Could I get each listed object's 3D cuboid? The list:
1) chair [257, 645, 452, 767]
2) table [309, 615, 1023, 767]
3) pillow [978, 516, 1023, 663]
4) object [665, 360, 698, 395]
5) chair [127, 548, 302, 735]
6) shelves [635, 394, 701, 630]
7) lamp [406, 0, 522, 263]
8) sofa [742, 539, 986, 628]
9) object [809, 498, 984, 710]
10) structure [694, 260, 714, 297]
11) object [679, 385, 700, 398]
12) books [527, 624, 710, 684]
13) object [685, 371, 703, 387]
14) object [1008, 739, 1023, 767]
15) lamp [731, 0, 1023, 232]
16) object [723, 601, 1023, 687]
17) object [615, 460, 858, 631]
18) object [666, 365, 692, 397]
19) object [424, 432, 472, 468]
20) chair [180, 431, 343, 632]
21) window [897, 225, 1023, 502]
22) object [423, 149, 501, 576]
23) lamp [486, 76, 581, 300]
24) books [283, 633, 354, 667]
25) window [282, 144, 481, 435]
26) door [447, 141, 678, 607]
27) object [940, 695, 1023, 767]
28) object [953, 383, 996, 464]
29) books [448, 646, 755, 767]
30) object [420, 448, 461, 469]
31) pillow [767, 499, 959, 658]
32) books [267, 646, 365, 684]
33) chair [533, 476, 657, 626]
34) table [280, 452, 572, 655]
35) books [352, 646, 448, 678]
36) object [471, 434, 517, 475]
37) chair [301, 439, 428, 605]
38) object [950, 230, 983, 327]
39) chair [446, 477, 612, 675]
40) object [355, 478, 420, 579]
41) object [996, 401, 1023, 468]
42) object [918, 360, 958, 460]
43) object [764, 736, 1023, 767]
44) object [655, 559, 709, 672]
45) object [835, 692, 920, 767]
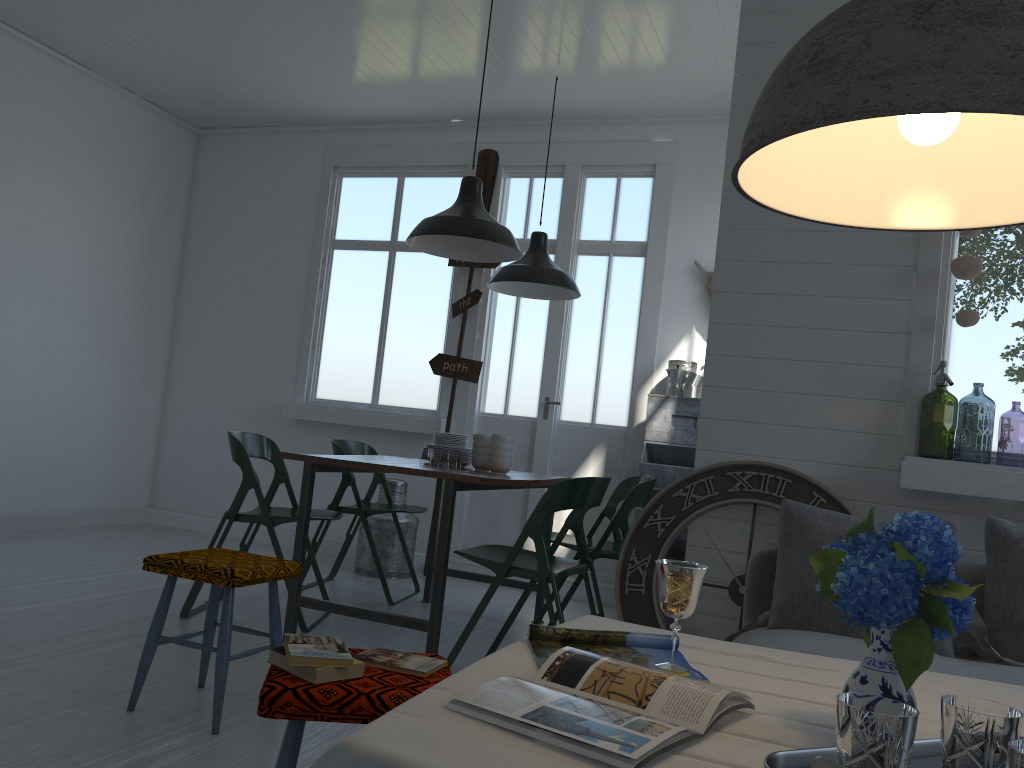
[{"bbox_3d":[-0.366,0.923,1.994,0.419,0.562,0.419,7,-3,-9],"label":"chair"},{"bbox_3d":[0.580,0.904,1.356,1.669,0.724,1.329,5,-4,22],"label":"table"},{"bbox_3d":[2.008,0.766,3.116,0.641,0.520,0.281,5,-3,21],"label":"pillow"},{"bbox_3d":[1.215,-0.017,6.371,0.205,0.290,0.205,5,-3,23],"label":"object"},{"bbox_3d":[-1.093,0.925,3.283,0.419,0.562,0.420,5,-3,21],"label":"chair"},{"bbox_3d":[1.156,0.864,6.052,0.513,1.514,0.680,5,-3,21],"label":"shelves"},{"bbox_3d":[-0.184,-1.490,4.965,0.650,1.498,0.651,5,-3,17],"label":"lamp"},{"bbox_3d":[1.933,1.028,1.515,3.392,0.898,3.412,5,-4,21],"label":"sofa"},{"bbox_3d":[0.572,0.361,1.347,0.236,0.376,0.266,5,-3,23],"label":"object"},{"bbox_3d":[1.527,-0.657,6.368,0.490,0.470,0.189,5,-3,23],"label":"structure"},{"bbox_3d":[1.227,0.064,6.108,0.108,0.096,0.129,9,-4,-39],"label":"object"},{"bbox_3d":[0.190,0.501,1.659,0.300,0.043,0.229,7,-4,-5],"label":"books"},{"bbox_3d":[1.255,-0.024,6.101,0.129,0.126,0.108,6,-3,12],"label":"object"},{"bbox_3d":[0.579,0.454,0.947,0.095,0.119,0.096,3,-4,45],"label":"object"},{"bbox_3d":[0.771,-1.335,1.465,0.601,2.042,0.601,7,-3,-8],"label":"lamp"},{"bbox_3d":[1.128,1.036,2.926,1.686,0.923,1.212,8,-4,-28],"label":"object"},{"bbox_3d":[1.005,0.895,3.789,1.111,1.137,0.585,6,-3,6],"label":"object"},{"bbox_3d":[1.165,-0.009,6.197,0.205,0.249,0.130,6,-3,12],"label":"object"},{"bbox_3d":[-0.362,0.382,5.149,0.300,0.195,0.305,9,-4,-33],"label":"object"},{"bbox_3d":[-1.332,0.791,4.923,0.730,1.005,0.652,6,-3,1],"label":"chair"},{"bbox_3d":[2.458,-0.689,3.553,1.481,2.396,0.254,5,-3,21],"label":"window"},{"bbox_3d":[-0.404,-0.218,6.962,0.362,3.418,0.413,8,-3,-36],"label":"object"},{"bbox_3d":[0.228,-1.374,6.067,0.650,1.498,0.650,8,-3,-24],"label":"lamp"},{"bbox_3d":[-0.428,0.585,1.952,0.133,0.022,0.189,8,-4,-18],"label":"books"},{"bbox_3d":[-1.081,-0.834,7.411,1.481,2.396,0.254,5,-3,21],"label":"window"},{"bbox_3d":[0.295,-0.166,6.832,1.609,3.477,0.254,5,-3,21],"label":"door"},{"bbox_3d":[0.592,0.467,1.127,0.095,0.119,0.096,6,-3,5],"label":"object"},{"bbox_3d":[1.910,0.163,3.656,0.137,0.335,0.138,5,-3,28],"label":"object"},{"bbox_3d":[0.153,0.471,1.352,0.300,0.049,0.423,4,-4,36],"label":"books"},{"bbox_3d":[-0.383,0.409,4.873,0.172,0.098,0.241,5,-4,25],"label":"object"},{"bbox_3d":[1.298,0.727,3.286,0.638,0.521,0.279,5,-3,20],"label":"pillow"},{"bbox_3d":[-0.431,0.611,1.946,0.182,0.030,0.129,3,-5,43],"label":"books"},{"bbox_3d":[0.499,1.006,5.092,0.730,1.005,0.652,6,-3,1],"label":"chair"},{"bbox_3d":[-0.425,0.917,4.966,1.170,0.929,1.697,5,-4,18],"label":"table"},{"bbox_3d":[-0.262,0.647,2.069,0.189,0.012,0.133,5,-4,19],"label":"books"},{"bbox_3d":[-0.107,0.384,4.903,0.150,0.216,0.309,9,-4,-36],"label":"object"},{"bbox_3d":[-0.958,0.897,5.927,0.730,1.005,0.652,6,-3,11],"label":"chair"},{"bbox_3d":[1.947,-0.930,3.722,0.194,1.403,0.197,7,-3,-19],"label":"object"},{"bbox_3d":[0.114,0.896,4.058,0.730,1.005,0.652,5,-3,21],"label":"chair"},{"bbox_3d":[-0.932,1.082,6.718,0.450,0.724,0.451,6,-3,1],"label":"object"},{"bbox_3d":[2.036,0.206,3.599,0.111,0.269,0.111,4,-4,39],"label":"object"},{"bbox_3d":[1.779,0.107,3.691,0.136,0.415,0.136,5,-3,18],"label":"object"},{"bbox_3d":[0.635,0.493,1.082,0.652,0.092,0.398,8,-4,-27],"label":"object"},{"bbox_3d":[0.302,0.425,1.624,0.098,0.191,0.098,4,-4,41],"label":"object"},{"bbox_3d":[0.438,0.447,1.077,0.095,0.119,0.096,3,-4,45],"label":"object"}]
